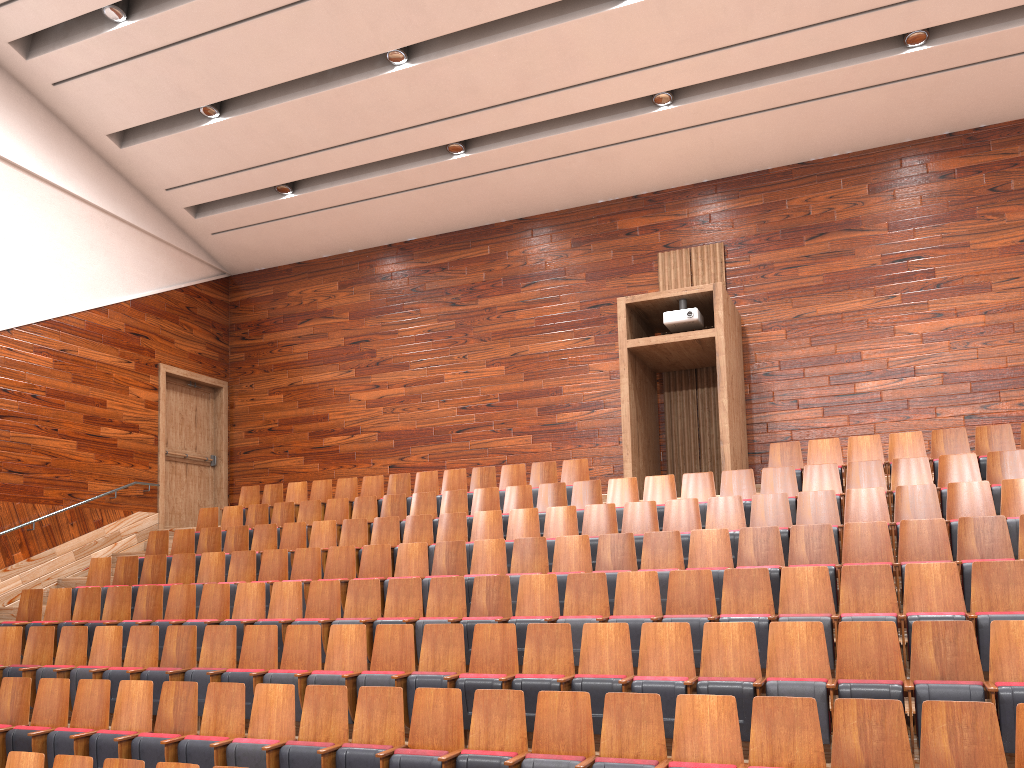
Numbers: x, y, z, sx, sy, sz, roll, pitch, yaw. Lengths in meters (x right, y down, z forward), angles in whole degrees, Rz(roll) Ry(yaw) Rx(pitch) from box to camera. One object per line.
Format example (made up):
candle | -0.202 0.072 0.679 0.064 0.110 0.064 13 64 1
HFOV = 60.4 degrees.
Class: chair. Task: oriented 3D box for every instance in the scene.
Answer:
chair | 0.034 0.183 0.585 1.188 0.367 0.782 -7 -12 22

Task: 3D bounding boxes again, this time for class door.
door | -0.480 0.102 1.306 0.024 0.236 0.141 -4 -7 22

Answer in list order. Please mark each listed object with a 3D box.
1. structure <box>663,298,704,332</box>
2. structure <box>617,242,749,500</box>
structure | 0.190 -0.079 0.975 0.038 0.031 0.041 -6 -11 22
structure | 0.201 -0.023 1.027 0.117 0.324 0.145 -4 -7 22
